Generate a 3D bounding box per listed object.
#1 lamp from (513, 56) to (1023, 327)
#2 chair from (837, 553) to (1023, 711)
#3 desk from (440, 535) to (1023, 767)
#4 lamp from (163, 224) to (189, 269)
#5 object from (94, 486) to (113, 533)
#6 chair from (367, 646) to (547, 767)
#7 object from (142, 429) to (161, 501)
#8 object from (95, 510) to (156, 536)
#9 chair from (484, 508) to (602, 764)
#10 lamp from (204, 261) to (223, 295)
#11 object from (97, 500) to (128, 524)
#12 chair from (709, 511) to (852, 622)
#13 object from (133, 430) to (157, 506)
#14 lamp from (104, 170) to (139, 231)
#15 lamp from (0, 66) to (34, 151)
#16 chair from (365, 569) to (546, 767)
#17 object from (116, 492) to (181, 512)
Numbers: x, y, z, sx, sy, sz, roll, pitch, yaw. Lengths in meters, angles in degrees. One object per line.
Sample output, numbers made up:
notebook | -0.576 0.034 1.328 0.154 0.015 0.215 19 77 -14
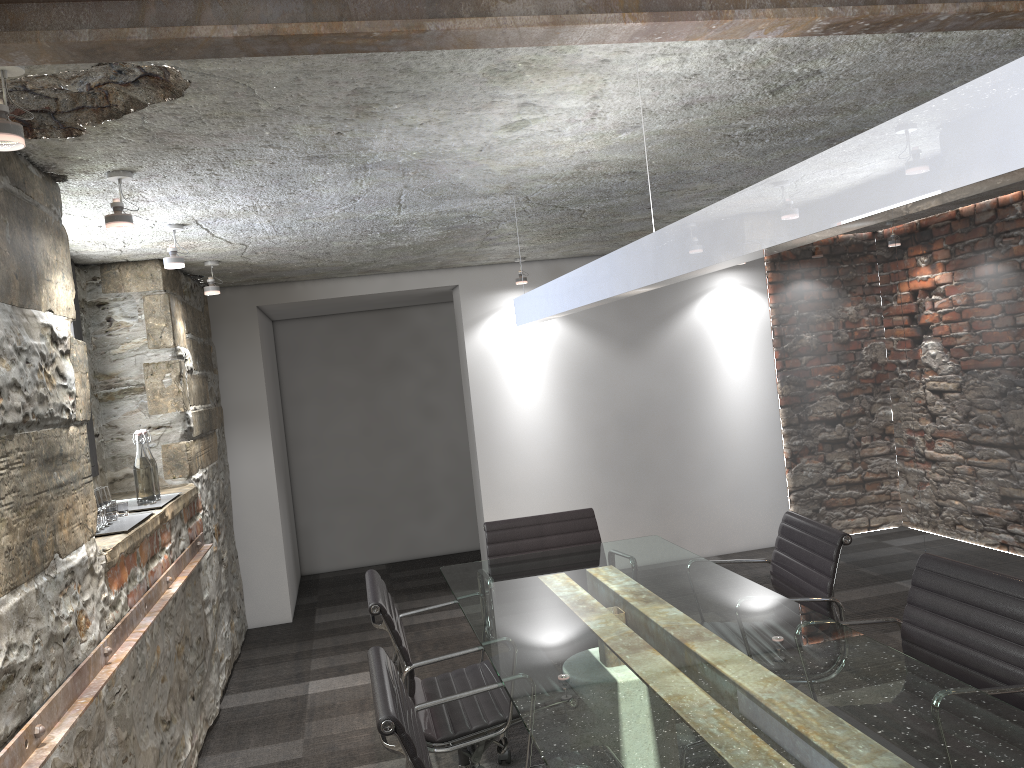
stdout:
lamp | 0.329 -0.493 2.030 0.073 0.524 3.159 -6 1 -11
chair | 0.976 0.914 2.189 0.667 0.837 0.693 -7 1 -21
desk | 0.497 1.033 2.067 0.909 0.711 3.154 -6 1 -11
lamp | -1.298 -0.528 3.410 0.077 0.165 0.098 -6 1 22
object | -1.405 0.421 2.946 0.108 0.131 0.218 -6 1 -13
chair | 0.025 1.021 1.987 0.667 0.837 0.693 -7 1 -20
object | -1.503 0.337 3.658 0.073 0.300 0.073 -7 2 -43
object | -1.432 0.490 3.046 0.310 0.007 0.457 -6 1 -11
chair | 0.204 0.968 3.474 0.693 0.837 0.667 -7 1 -19
lamp | -1.499 -0.530 4.433 0.077 0.165 0.098 -6 1 22
object | -1.450 0.450 3.157 0.111 0.072 0.191 -6 1 -4
chair | 0.809 0.913 3.019 0.667 0.837 0.693 -6 1 -13
object | -1.485 0.337 3.567 0.073 0.300 0.073 -7 2 -42
lamp | -1.130 -0.527 2.555 0.077 0.165 0.098 -6 1 22
lamp | -0.955 -0.526 1.663 0.077 0.165 0.098 -6 1 22
chair | -0.128 1.018 2.853 0.667 0.837 0.693 -7 1 -20
object | -1.540 0.489 3.599 0.310 0.007 0.457 -6 1 -11
